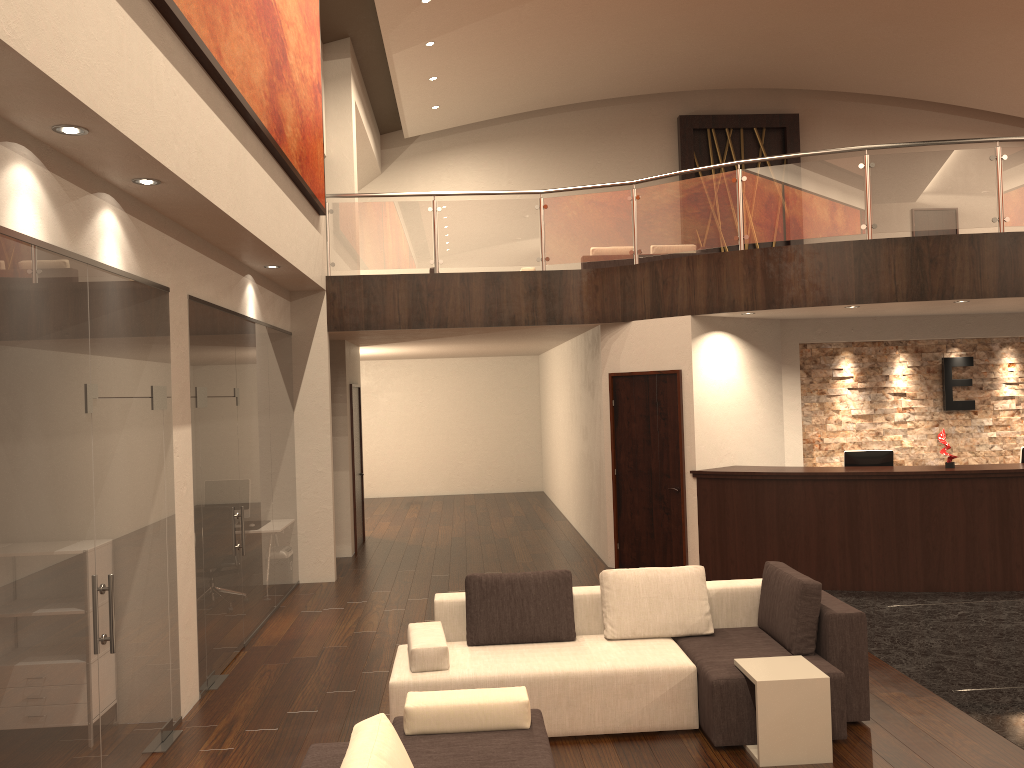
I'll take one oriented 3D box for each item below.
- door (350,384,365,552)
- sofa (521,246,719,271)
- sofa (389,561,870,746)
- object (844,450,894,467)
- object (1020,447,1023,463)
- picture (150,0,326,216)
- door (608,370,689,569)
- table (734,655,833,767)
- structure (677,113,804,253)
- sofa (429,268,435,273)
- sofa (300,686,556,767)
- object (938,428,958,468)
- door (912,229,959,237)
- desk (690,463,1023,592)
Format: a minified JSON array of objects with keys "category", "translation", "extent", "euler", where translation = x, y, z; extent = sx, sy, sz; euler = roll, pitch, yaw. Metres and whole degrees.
[{"category":"door","translation":[-2.149,1.122,12.253],"extent":[0.104,2.232,0.990],"euler":[-2,-1,-3]},{"category":"sofa","translation":[1.670,-1.716,14.812],"extent":[3.366,0.862,2.586],"euler":[-2,-1,-3]},{"category":"sofa","translation":[0.678,1.647,5.567],"extent":[2.846,0.862,1.291],"euler":[-2,-1,-3]},{"category":"object","translation":[3.714,0.933,9.219],"extent":[0.483,0.485,0.189],"euler":[-2,-1,12]},{"category":"object","translation":[5.435,0.875,9.049],"extent":[0.483,0.485,0.189],"euler":[-2,-1,-3]},{"category":"picture","translation":[-1.911,-3.133,6.423],"extent":[0.070,2.526,6.485],"euler":[-2,-1,-3]},{"category":"door","translation":[1.499,0.977,9.762],"extent":[0.104,2.232,0.990],"euler":[-1,-1,-43]},{"category":"table","translation":[1.505,1.815,4.954],"extent":[0.400,0.460,0.400],"euler":[-2,-1,-3]},{"category":"structure","translation":[4.776,-3.471,18.449],"extent":[2.524,4.236,0.187],"euler":[-2,-1,-3]},{"category":"sofa","translation":[-0.015,-1.646,16.217],"extent":[3.366,0.862,2.586],"euler":[-2,-1,-3]},{"category":"sofa","translation":[0.522,1.626,2.944],"extent":[2.586,0.862,3.366],"euler":[-2,-1,-3]},{"category":"object","translation":[4.296,0.630,8.724],"extent":[0.163,0.390,0.165],"euler":[-2,-1,4]},{"category":"door","translation":[8.982,-2.601,18.773],"extent":[0.990,2.232,0.104],"euler":[-2,-1,-3]},{"category":"desk","translation":[5.462,1.370,9.227],"extent":[7.146,1.171,1.674],"euler":[-2,-1,-2]}]
